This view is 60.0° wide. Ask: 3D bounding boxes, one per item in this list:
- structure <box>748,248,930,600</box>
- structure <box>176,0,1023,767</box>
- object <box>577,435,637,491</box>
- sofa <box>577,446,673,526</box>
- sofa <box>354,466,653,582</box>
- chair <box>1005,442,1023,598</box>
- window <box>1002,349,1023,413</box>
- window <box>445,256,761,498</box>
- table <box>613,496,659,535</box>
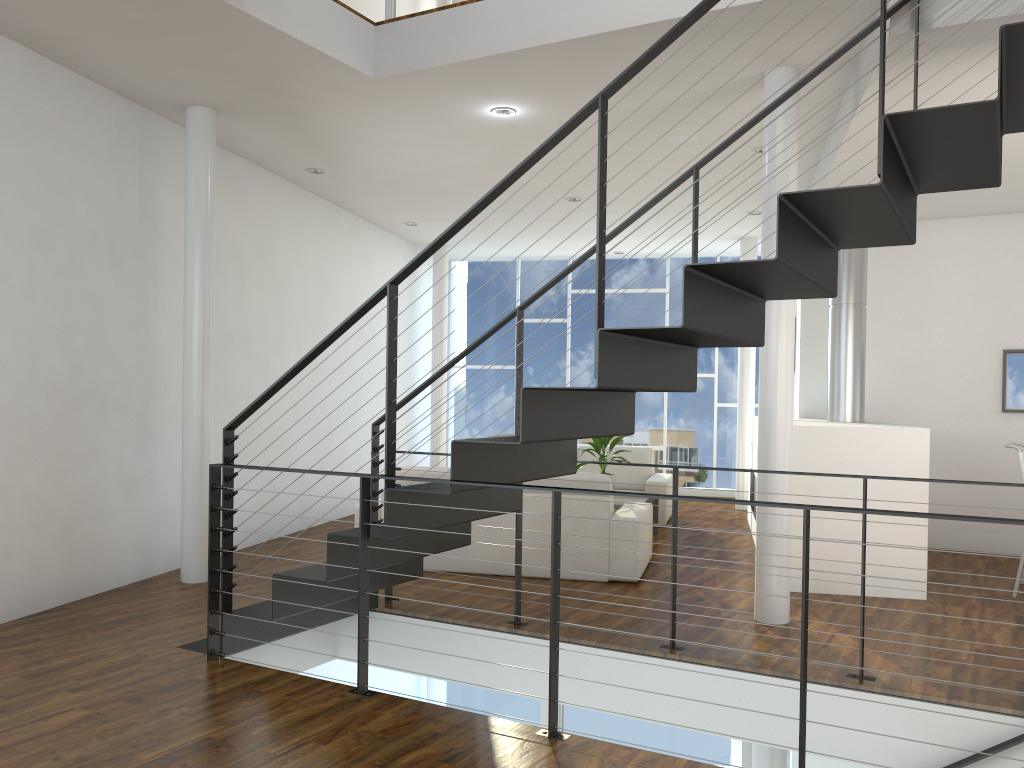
[{"bbox_3d":[1.993,-0.015,5.769,0.750,2.206,2.750,1,0,13],"label":"structure"},{"bbox_3d":[0.874,0.546,2.712,4.360,6.299,1.094,1,1,29],"label":"structure"},{"bbox_3d":[0.643,0.479,6.055,0.432,0.601,0.458,1,0,-2],"label":"object"},{"bbox_3d":[0.481,0.793,7.251,1.610,0.565,0.802,1,0,14],"label":"sofa"},{"bbox_3d":[-0.019,0.755,5.172,1.610,0.565,0.802,1,0,14],"label":"sofa"},{"bbox_3d":[2.816,0.693,4.484,0.555,0.765,0.428,1,0,35],"label":"chair"},{"bbox_3d":[4.102,-0.011,5.323,2.024,0.408,0.165,0,0,29],"label":"window"},{"bbox_3d":[0.979,-1.671,9.127,3.415,5.636,0.090,1,1,13],"label":"window"},{"bbox_3d":[0.187,0.918,6.211,1.608,0.284,0.661,1,-1,14],"label":"table"}]
